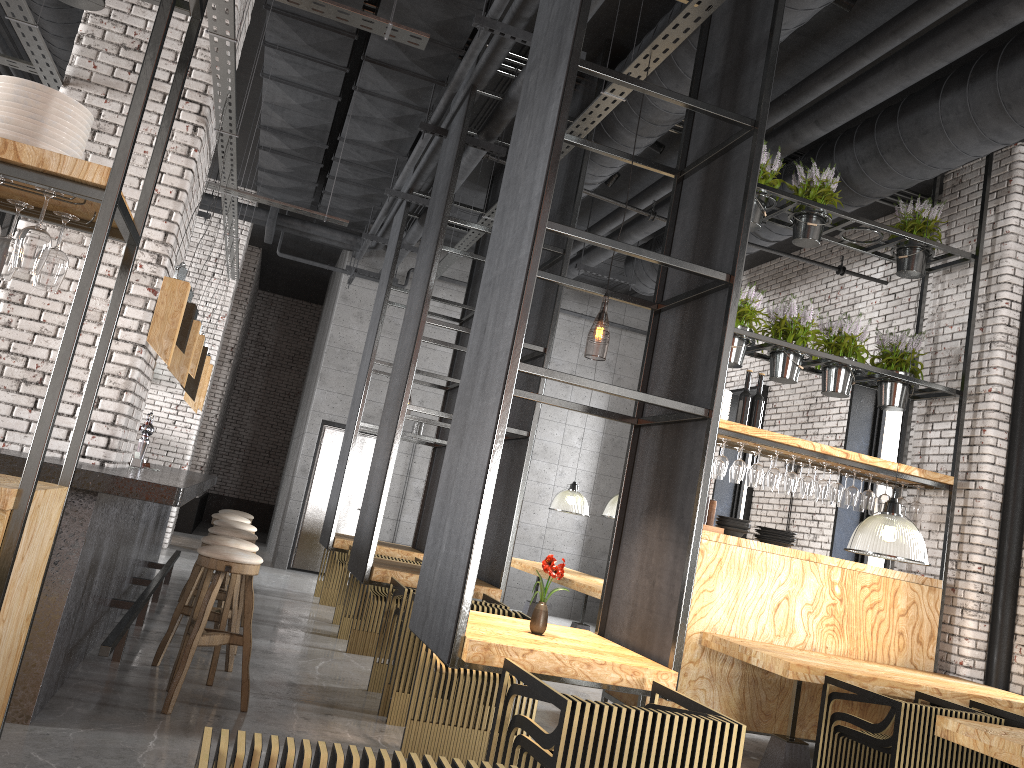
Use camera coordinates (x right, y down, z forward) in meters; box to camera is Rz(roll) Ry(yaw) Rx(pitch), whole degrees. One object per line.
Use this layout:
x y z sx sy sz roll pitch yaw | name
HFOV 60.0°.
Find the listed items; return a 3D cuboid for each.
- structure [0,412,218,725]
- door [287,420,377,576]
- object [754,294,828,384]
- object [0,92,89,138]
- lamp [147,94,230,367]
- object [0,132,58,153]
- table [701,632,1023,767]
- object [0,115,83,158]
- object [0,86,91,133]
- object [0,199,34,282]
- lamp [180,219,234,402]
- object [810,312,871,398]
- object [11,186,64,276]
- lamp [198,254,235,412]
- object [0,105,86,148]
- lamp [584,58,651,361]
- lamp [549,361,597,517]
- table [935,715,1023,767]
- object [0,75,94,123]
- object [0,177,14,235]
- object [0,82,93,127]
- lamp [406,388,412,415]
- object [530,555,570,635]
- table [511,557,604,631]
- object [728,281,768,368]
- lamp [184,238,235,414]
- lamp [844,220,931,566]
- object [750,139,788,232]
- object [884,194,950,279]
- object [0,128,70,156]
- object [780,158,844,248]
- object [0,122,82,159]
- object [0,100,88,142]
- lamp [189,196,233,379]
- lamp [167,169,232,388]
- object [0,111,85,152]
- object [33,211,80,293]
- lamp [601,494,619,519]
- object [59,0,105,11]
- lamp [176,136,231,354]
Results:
-4.420 0.580 6.187 4.305 1.538 5.865 14 -9 -15 | structure
-2.385 1.642 12.457 1.118 2.110 0.158 14 -10 -15 | door
2.141 -0.295 6.887 0.466 0.561 0.416 15 -10 -21 | object
-1.597 -0.876 2.964 0.335 0.041 0.333 3 -12 43 | object
-1.700 -0.857 4.734 0.127 1.552 0.127 14 -10 -15 | lamp
-1.622 -0.748 2.942 0.334 0.046 0.334 17 -11 -34 | object
2.352 2.237 5.711 2.113 0.766 0.998 14 -9 -15 | table
-1.611 -0.804 2.951 0.335 0.039 0.333 4 -11 41 | object
-1.593 -0.895 2.967 0.334 0.044 0.333 3 -12 45 | object
-1.700 -0.485 2.998 0.101 0.268 0.100 4 -12 37 | object
-2.453 -0.624 7.209 0.127 1.552 0.127 14 -10 -15 | lamp
2.588 -0.185 7.018 0.417 0.561 0.465 6 -11 30 | object
-1.479 -0.477 2.764 0.101 0.268 0.100 4 -12 37 | object
-2.830 -0.507 8.446 0.127 1.552 0.127 14 -10 -15 | lamp
-1.604 -0.838 2.956 0.334 0.039 0.334 12 -9 -7 | object
0.548 -0.896 4.337 0.108 1.604 0.108 1 -14 46 | lamp
0.961 0.471 11.459 0.537 2.414 0.534 6 -11 26 | lamp
2.964 2.048 3.702 2.113 0.766 0.998 14 -9 -15 | table
-1.585 -0.932 2.973 0.333 0.039 0.335 19 -12 -41 | object
-1.617 -0.510 2.726 0.101 0.268 0.100 4 -12 37 | object
-1.589 -0.913 2.969 0.333 0.039 0.335 19 -11 -40 | object
-0.953 -0.431 9.265 0.108 1.604 0.108 8 -10 16 | lamp
0.171 0.959 4.040 0.156 0.356 0.170 5 -11 32 | object
0.783 2.608 10.121 0.999 0.766 4.127 14 -9 -15 | table
1.680 -0.413 6.721 0.467 0.561 0.415 4 -12 39 | object
-2.648 -0.536 7.822 0.127 1.612 0.127 14 -10 -15 | lamp
2.713 -0.015 6.074 0.537 2.414 0.534 8 -10 20 | lamp
1.875 -1.496 6.949 0.466 0.561 0.416 19 -12 -40 | object
3.305 -1.158 7.281 0.416 0.561 0.466 12 -9 -5 | object
-1.618 -0.766 2.944 0.335 0.037 0.333 4 -11 40 | object
2.375 -1.380 7.051 0.468 0.561 0.414 5 -11 32 | object
-1.615 -0.785 2.947 0.335 0.040 0.333 4 -11 38 | object
-1.601 -0.857 2.959 0.333 0.043 0.334 17 -10 -31 | object
-2.253 -0.744 6.601 0.127 1.424 0.127 14 -10 -15 | lamp
-2.077 -0.741 5.971 0.127 1.552 0.127 14 -10 -15 | lamp
-1.607 -0.823 2.953 0.335 0.041 0.333 10 -9 7 | object
-1.562 -0.451 3.036 0.101 0.268 0.100 4 -12 37 | object
1.461 0.316 9.819 0.537 2.414 0.534 8 -10 20 | lamp
-1.447 -1.606 3.071 0.466 0.561 0.416 15 -10 -21 | object
-1.874 -0.873 5.366 0.127 1.399 0.127 14 -10 -15 | lamp
